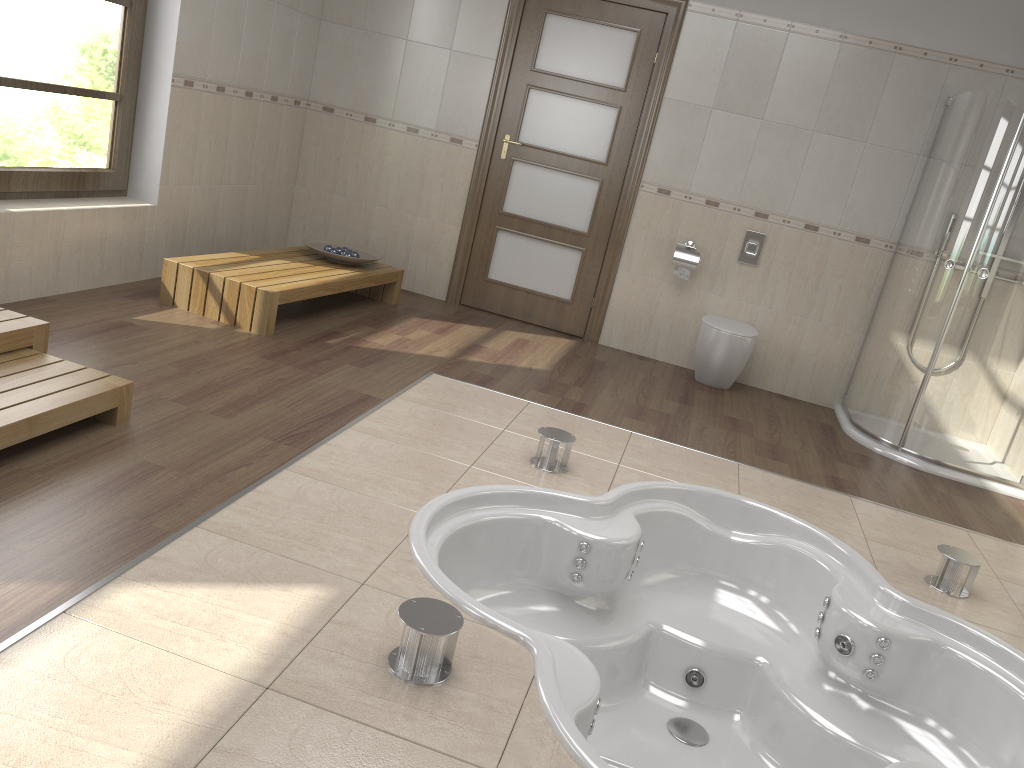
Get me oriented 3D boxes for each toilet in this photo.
[{"bbox_3d":[1.264,-0.176,5.370,0.337,0.388,0.519,16,16,10],"label":"toilet"}]

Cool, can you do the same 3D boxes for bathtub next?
[{"bbox_3d":[0.605,0.983,2.695,1.751,0.674,1.754,3,19,-33],"label":"bathtub"}]

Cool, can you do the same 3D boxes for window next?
[{"bbox_3d":[-1.944,-1.787,3.807,0.117,1.934,1.188,16,16,10],"label":"window"}]

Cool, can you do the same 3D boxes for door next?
[{"bbox_3d":[0.287,-1.375,5.634,0.861,2.026,0.102,16,16,7],"label":"door"}]

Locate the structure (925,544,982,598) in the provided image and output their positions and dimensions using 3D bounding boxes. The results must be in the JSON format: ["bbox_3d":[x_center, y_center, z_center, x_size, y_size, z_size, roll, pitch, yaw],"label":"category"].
[{"bbox_3d":[1.577,0.669,3.172,0.150,0.131,0.150,13,16,0],"label":"structure"}]

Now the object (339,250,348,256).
[{"bbox_3d":[-1.004,-0.772,5.295,0.060,0.060,0.060,16,16,9],"label":"object"}]

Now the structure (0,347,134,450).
[{"bbox_3d":[-1.701,0.112,2.380,0.620,0.140,1.280,16,16,10],"label":"structure"}]

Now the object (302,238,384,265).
[{"bbox_3d":[-1.016,-0.775,5.316,0.487,0.076,0.487,3,19,-32],"label":"object"}]

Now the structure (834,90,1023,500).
[{"bbox_3d":[2.540,-0.517,4.769,0.900,1.917,0.900,16,16,10],"label":"structure"}]

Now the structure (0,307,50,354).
[{"bbox_3d":[-2.071,-0.035,2.434,0.620,0.220,1.450,16,16,10],"label":"structure"}]

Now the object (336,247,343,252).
[{"bbox_3d":[-1.044,-0.795,5.343,0.060,0.060,0.060,16,16,9],"label":"object"}]

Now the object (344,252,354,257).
[{"bbox_3d":[-0.968,-0.752,5.250,0.060,0.060,0.060,16,16,9],"label":"object"}]

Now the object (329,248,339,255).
[{"bbox_3d":[-1.060,-0.779,5.268,0.060,0.060,0.060,16,16,9],"label":"object"}]

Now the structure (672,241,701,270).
[{"bbox_3d":[1.086,-0.799,5.462,0.170,0.151,0.154,16,16,10],"label":"structure"}]

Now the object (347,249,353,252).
[{"bbox_3d":[-0.982,-0.783,5.351,0.060,0.060,0.060,16,16,9],"label":"object"}]

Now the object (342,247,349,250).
[{"bbox_3d":[-1.017,-0.805,5.398,0.060,0.060,0.060,16,16,9],"label":"object"}]

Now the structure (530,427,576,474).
[{"bbox_3d":[0.158,0.255,3.431,0.150,0.131,0.150,6,17,-23],"label":"structure"}]

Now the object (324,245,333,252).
[{"bbox_3d":[-1.097,-0.803,5.312,0.060,0.060,0.060,16,16,9],"label":"object"}]

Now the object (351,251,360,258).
[{"bbox_3d":[-0.942,-0.765,5.306,0.060,0.060,0.060,16,16,9],"label":"object"}]

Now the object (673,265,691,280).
[{"bbox_3d":[1.058,-0.728,5.461,0.098,0.151,0.090,16,16,10],"label":"object"}]

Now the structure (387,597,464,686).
[{"bbox_3d":[-0.196,0.582,2.011,0.150,0.131,0.150,18,16,14],"label":"structure"}]

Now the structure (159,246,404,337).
[{"bbox_3d":[-1.209,-0.559,4.956,0.620,0.220,1.450,18,16,15],"label":"structure"}]

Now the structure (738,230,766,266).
[{"bbox_3d":[1.469,-0.833,5.435,0.120,0.200,0.010,16,16,10],"label":"structure"}]
